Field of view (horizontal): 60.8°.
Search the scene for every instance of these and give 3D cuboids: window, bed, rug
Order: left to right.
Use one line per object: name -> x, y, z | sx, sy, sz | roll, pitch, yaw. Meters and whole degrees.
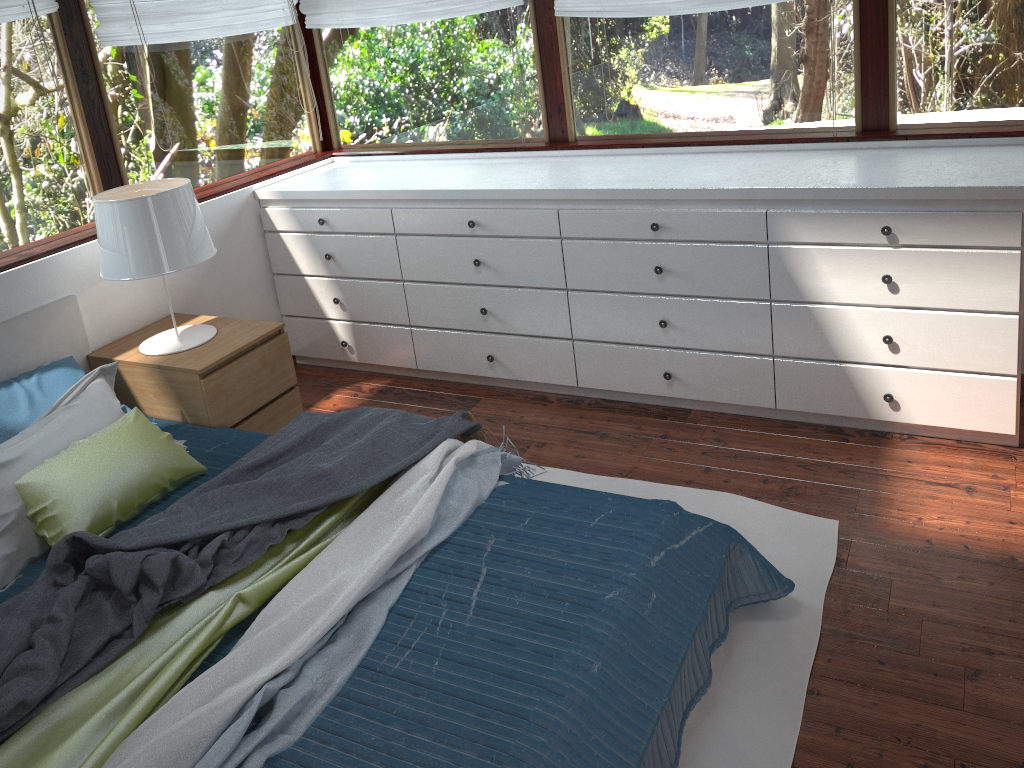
bed -> -0.884, 0.531, 1.990 | 2.586, 0.732, 2.251 | 6, 27, 28
rug -> -0.409, 0.892, 1.862 | 1.807, 0.046, 2.857 | 6, 27, 26
window -> 1.332, -0.550, 0.307 | 8.332, 1.840, 5.547 | 6, 27, 28

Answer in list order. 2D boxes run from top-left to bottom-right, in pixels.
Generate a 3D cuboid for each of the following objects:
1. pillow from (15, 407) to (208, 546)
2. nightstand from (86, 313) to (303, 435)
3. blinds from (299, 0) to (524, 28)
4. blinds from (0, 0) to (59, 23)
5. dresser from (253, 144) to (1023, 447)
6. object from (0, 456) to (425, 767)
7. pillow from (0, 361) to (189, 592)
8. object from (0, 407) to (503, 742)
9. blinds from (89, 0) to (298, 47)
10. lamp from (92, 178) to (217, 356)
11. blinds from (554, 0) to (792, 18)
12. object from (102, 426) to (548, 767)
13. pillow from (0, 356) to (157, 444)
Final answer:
pillow -> -1.380, 0.465, 2.158 | 0.312, 0.208, 1.452 | 4, 26, 26
nightstand -> -1.194, 0.076, 3.354 | 0.611, 0.515, 0.450 | 4, 22, 28
blinds -> -0.523, -1.952, 4.043 | 1.247, 0.529, 0.056 | 6, 20, 28
blinds -> -1.707, -1.690, 3.249 | 0.054, 0.621, 2.698 | 1, 25, 28
dresser -> 0.348, -0.461, 3.652 | 3.128, 0.838, 0.647 | 6, 23, 28
object -> -0.711, 0.731, 1.910 | 0.491, 0.424, 2.223 | 2, 25, 23
pillow -> -1.356, 0.211, 2.588 | 0.360, 0.371, 0.900 | 1, 24, 22
object -> -0.896, 0.546, 2.017 | 0.635, 0.386, 2.224 | 9, 28, 35
blinds -> -1.373, -1.791, 3.871 | 0.053, 0.481, 1.240 | 1, 24, 28
lamp -> -1.288, -0.432, 3.201 | 0.405, 0.560, 0.428 | 0, 20, 20
blinds -> 0.691, -1.774, 3.406 | 1.231, 0.614, 0.056 | 6, 20, 28
object -> -0.414, 0.732, 1.696 | 0.536, 0.357, 2.276 | 2, 26, 23
pillow -> -1.636, 0.187, 2.744 | 0.367, 0.302, 0.971 | 3, 25, 25
